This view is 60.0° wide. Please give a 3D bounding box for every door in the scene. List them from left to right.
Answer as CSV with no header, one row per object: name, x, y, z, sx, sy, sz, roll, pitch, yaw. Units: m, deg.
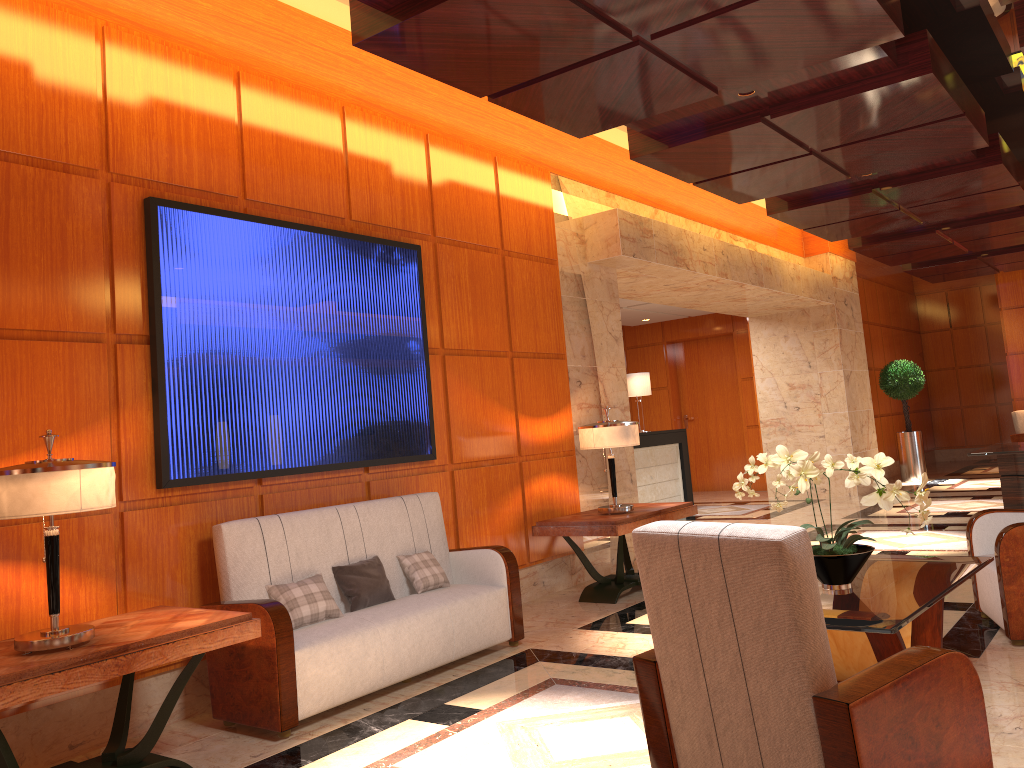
door,3.458,0.517,15.409,1.282,2.707,0.340,-9,-7,36

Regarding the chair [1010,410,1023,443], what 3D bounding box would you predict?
chair,8.729,0.892,14.598,0.738,0.964,0.626,-4,-5,-5

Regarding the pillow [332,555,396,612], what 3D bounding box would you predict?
pillow,-0.804,1.086,4.814,0.159,0.254,0.357,-8,-5,33

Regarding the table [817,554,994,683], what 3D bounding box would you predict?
table,1.516,1.100,3.768,0.720,0.498,1.559,-8,-5,39

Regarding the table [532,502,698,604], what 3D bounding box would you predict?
table,0.832,1.277,6.745,0.723,0.609,1.269,-8,-5,37

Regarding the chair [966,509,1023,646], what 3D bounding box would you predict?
chair,2.803,0.800,4.677,0.628,0.964,0.736,-6,-5,15

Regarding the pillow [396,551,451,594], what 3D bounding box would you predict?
pillow,-0.508,1.096,5.151,0.201,0.230,0.273,-9,-6,39

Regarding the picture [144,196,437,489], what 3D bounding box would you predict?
picture,-1.177,-0.215,5.175,0.056,1.458,1.995,-9,-6,36

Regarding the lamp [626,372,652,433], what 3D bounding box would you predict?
lamp,1.772,0.266,12.386,0.373,0.823,0.371,-2,-6,-29

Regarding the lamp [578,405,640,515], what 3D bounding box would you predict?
lamp,0.748,0.565,6.666,0.458,0.813,0.457,0,-7,-44

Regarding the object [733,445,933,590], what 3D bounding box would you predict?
object,1.354,0.552,3.761,0.787,0.619,0.416,-6,-5,14

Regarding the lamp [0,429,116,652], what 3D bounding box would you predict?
lamp,-1.731,0.567,3.334,0.459,0.797,0.457,-5,-5,-2

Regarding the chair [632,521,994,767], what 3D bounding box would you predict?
chair,0.786,0.838,2.461,0.629,0.964,0.735,-1,-6,-35

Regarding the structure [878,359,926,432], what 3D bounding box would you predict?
structure,6.355,0.439,14.307,0.721,1.719,0.720,-6,-5,14

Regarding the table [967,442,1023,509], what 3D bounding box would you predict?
table,5.253,0.915,8.128,1.596,0.747,1.599,-8,-5,36

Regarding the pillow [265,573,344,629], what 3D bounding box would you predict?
pillow,-1.040,1.093,4.448,0.194,0.228,0.344,-9,-6,41

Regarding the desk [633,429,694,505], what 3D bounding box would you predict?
desk,1.275,1.251,11.630,0.939,1.145,2.924,-8,-5,36

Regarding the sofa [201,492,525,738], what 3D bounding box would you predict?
sofa,-0.734,1.117,4.786,0.611,0.936,1.798,-9,-5,37

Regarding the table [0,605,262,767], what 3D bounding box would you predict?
table,-1.686,1.287,3.358,0.723,0.609,1.269,-8,-5,37
